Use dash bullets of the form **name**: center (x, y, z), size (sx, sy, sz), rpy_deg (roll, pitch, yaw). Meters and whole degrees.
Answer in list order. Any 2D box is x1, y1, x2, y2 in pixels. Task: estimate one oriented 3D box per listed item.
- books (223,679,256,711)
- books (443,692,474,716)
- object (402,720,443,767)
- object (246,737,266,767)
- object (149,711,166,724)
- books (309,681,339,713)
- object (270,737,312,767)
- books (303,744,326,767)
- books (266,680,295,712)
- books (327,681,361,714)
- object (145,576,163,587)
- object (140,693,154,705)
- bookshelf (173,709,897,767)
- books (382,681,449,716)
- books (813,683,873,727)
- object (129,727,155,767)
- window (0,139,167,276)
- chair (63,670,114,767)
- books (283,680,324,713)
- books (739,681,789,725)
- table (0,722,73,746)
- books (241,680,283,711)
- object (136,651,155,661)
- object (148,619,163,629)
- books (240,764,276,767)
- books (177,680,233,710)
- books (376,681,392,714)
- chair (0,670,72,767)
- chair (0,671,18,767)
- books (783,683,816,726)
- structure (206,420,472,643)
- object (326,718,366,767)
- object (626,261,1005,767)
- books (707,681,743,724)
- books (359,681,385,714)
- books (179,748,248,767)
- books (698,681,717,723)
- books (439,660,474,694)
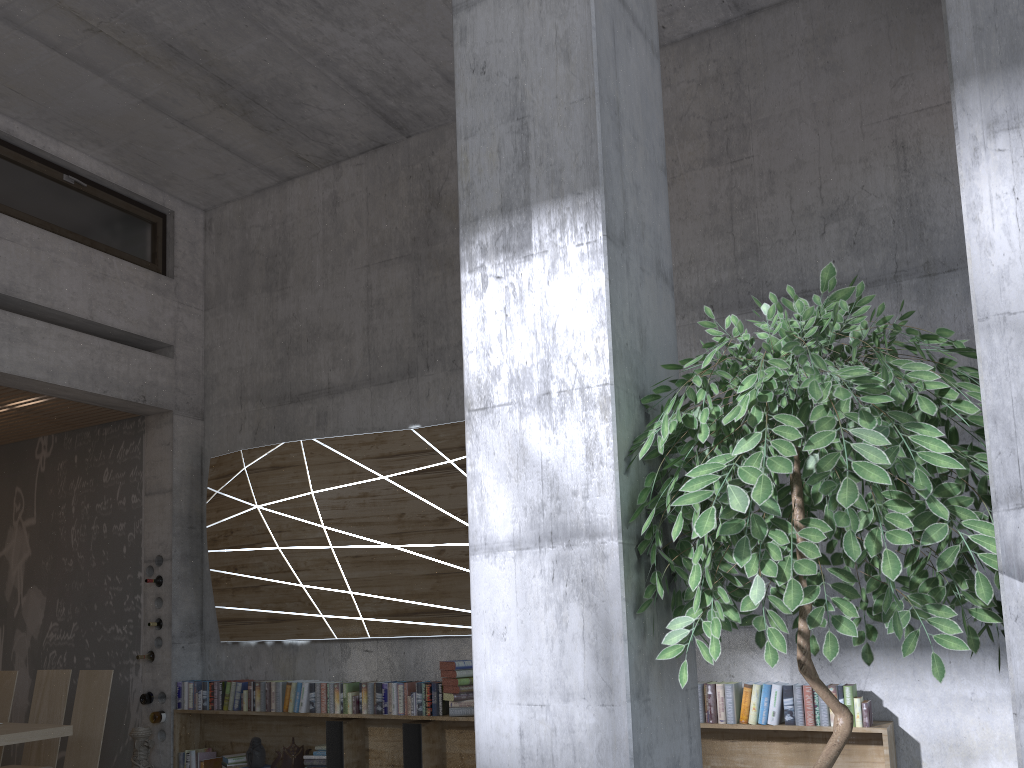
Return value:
- **books**: center (-2.134, 2.441, 6.885), size (0.201, 0.223, 0.192), rpy_deg (-8, -12, 28)
- **books**: center (-0.311, 2.123, 5.828), size (0.284, 0.147, 0.227), rpy_deg (1, -13, -14)
- **object**: center (-0.610, 2.710, 6.041), size (0.153, 0.743, 0.276), rpy_deg (-6, -8, 28)
- **object**: center (-1.943, 2.794, 6.654), size (0.146, 0.224, 0.138), rpy_deg (-7, -10, 25)
- **object**: center (-2.789, 2.703, 7.151), size (0.096, 0.093, 0.344), rpy_deg (-8, -15, 28)
- **books**: center (-1.382, 2.299, 6.432), size (0.157, 0.216, 0.156), rpy_deg (-7, -11, 28)
- **object**: center (-1.644, 2.945, 6.607), size (0.344, 0.557, 0.200), rpy_deg (0, -8, -11)
- **books**: center (-1.385, 2.811, 6.443), size (0.254, 0.316, 0.221), rpy_deg (-8, -11, 30)
- **books**: center (-1.746, 2.359, 6.633), size (0.157, 0.216, 0.192), rpy_deg (-7, -11, 28)
- **books**: center (-1.191, 2.266, 6.329), size (0.279, 0.216, 0.173), rpy_deg (-9, -12, 29)
- **object**: center (-2.890, 1.634, 7.266), size (0.091, 0.088, 0.341), rpy_deg (-8, -15, 28)
- **object**: center (-2.924, 2.603, 7.288), size (0.091, 0.088, 0.341), rpy_deg (-8, -15, 28)
- **bookshelf**: center (-0.309, 2.617, 5.866), size (5.368, 0.787, 0.307), rpy_deg (-10, -11, 28)
- **books**: center (-0.647, 2.169, 6.054), size (0.494, 0.215, 0.218), rpy_deg (-10, -13, 28)
- **books**: center (1.773, 1.724, 4.705), size (0.279, 0.216, 0.173), rpy_deg (-9, -12, 29)
- **object**: center (-2.932, 3.059, 6.922), size (0.249, 0.668, 0.276), rpy_deg (-1, -8, -9)
- **window**: center (-5.013, -2.054, 3.856), size (0.114, 0.593, 8.593), rpy_deg (-6, -15, 28)
- **chair**: center (-2.998, 2.464, 5.631), size (0.351, 1.168, 0.732), rpy_deg (-6, -10, 28)
- **books**: center (-1.556, 2.324, 6.529), size (0.251, 0.223, 0.192), rpy_deg (-8, -12, 28)
- **books**: center (1.409, 1.782, 4.904), size (0.251, 0.223, 0.192), rpy_deg (-8, -12, 28)
- **table**: center (-5.201, 2.827, 6.166), size (5.232, 0.902, 1.029), rpy_deg (-10, -14, 28)
- **books**: center (-1.923, 2.400, 6.759), size (0.280, 0.216, 0.213), rpy_deg (-8, -12, 27)
- **object**: center (-2.949, 2.247, 7.240), size (0.096, 0.093, 0.344), rpy_deg (-8, -15, 28)
- **object**: center (-2.858, 1.986, 7.259), size (0.094, 0.091, 0.353), rpy_deg (-8, -15, 28)
- **books**: center (-1.913, 3.007, 6.643), size (0.248, 0.206, 0.193), rpy_deg (7, -14, -39)
- **books**: center (-2.451, 2.496, 7.044), size (0.494, 0.215, 0.218), rpy_deg (-10, -13, 28)
- **books**: center (-0.890, 2.221, 6.210), size (0.055, 0.216, 0.192), rpy_deg (-6, -11, 28)
- **chair**: center (-3.416, 2.555, 5.916), size (0.351, 1.168, 0.734), rpy_deg (-5, -9, 24)
- **chair**: center (-3.898, 2.619, 6.087), size (0.351, 1.168, 0.732), rpy_deg (-6, -10, 28)
- **books**: center (1.583, 1.757, 4.807), size (0.157, 0.216, 0.156), rpy_deg (-7, -11, 28)
- **structure**: center (-0.978, 1.083, 6.366), size (3.441, 1.502, 0.363), rpy_deg (-10, -10, 28)
- **object**: center (-1.204, 2.818, 6.366), size (0.153, 0.743, 0.276), rpy_deg (-6, -8, 28)
- **object**: center (0.756, 0.671, 2.032), size (1.000, 1.823, 0.989), rpy_deg (-1, -9, -5)
- **books**: center (1.218, 1.817, 5.009), size (0.157, 0.216, 0.192), rpy_deg (-7, -11, 28)
- **books**: center (-0.978, 2.240, 6.266), size (0.156, 0.216, 0.208), rpy_deg (-7, -12, 28)
- **books**: center (-2.309, 3.024, 6.934), size (0.724, 0.256, 0.305), rpy_deg (-11, -15, 33)
- **books**: center (1.041, 1.858, 5.134), size (0.280, 0.216, 0.213), rpy_deg (-8, -12, 27)
- **books**: center (-0.330, 1.950, 5.848), size (0.248, 0.206, 0.193), rpy_deg (7, -14, -39)
